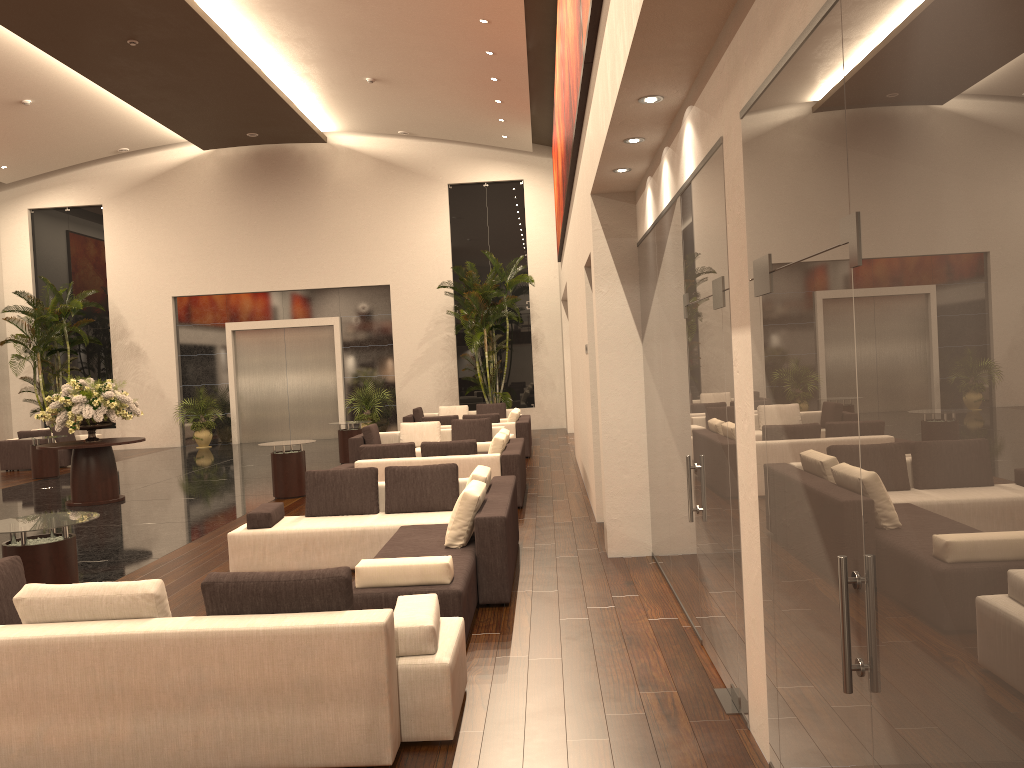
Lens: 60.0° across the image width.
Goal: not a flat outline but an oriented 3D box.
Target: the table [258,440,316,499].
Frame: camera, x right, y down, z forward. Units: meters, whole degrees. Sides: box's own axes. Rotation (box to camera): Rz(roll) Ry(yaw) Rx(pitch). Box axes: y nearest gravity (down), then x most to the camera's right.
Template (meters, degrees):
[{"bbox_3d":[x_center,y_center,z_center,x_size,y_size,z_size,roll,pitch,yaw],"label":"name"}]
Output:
[{"bbox_3d":[-3.269,1.256,12.993,0.833,0.795,0.844,-4,2,-37],"label":"table"}]

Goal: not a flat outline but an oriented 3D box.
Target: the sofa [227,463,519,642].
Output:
[{"bbox_3d":[-1.291,1.260,7.207,2.586,0.862,3.366,-3,1,2],"label":"sofa"}]

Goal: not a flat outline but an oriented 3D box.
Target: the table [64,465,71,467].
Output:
[{"bbox_3d":[-9.789,1.601,19.799,0.400,0.460,0.400,-3,1,2],"label":"table"}]

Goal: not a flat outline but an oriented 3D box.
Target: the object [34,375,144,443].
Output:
[{"bbox_3d":[-6.394,0.333,13.484,1.453,1.097,1.402,-4,2,-42],"label":"object"}]

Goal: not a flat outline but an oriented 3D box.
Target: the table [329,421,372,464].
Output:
[{"bbox_3d":[-3.138,1.147,17.312,0.833,0.795,0.844,-4,2,-37],"label":"table"}]

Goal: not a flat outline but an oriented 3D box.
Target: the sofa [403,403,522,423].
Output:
[{"bbox_3d":[-1.096,0.926,20.847,2.846,0.862,1.291,-3,1,2],"label":"sofa"}]

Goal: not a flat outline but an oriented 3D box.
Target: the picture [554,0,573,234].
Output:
[{"bbox_3d":[0.765,-3.873,13.480,0.070,2.526,4.515,-3,1,2],"label":"picture"}]

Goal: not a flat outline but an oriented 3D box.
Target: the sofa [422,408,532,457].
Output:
[{"bbox_3d":[-0.903,0.979,18.220,2.586,0.862,3.366,-3,1,2],"label":"sofa"}]

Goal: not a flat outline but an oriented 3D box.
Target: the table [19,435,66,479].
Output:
[{"bbox_3d":[-9.242,1.456,17.544,0.833,0.795,0.844,-4,2,-37],"label":"table"}]

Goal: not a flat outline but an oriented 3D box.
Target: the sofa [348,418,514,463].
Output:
[{"bbox_3d":[-1.305,1.071,15.179,2.846,0.862,1.291,-3,1,2],"label":"sofa"}]

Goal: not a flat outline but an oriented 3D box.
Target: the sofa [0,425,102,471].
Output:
[{"bbox_3d":[-10.427,1.412,20.603,1.291,0.862,2.846,-3,1,2],"label":"sofa"}]

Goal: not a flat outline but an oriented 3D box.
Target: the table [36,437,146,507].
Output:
[{"bbox_3d":[-6.368,1.341,13.511,1.498,0.921,1.498,-3,1,-7],"label":"table"}]

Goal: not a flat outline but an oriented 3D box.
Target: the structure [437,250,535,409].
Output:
[{"bbox_3d":[-0.517,-1.013,22.266,2.436,4.611,2.531,-4,2,-26],"label":"structure"}]

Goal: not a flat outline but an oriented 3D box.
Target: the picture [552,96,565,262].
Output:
[{"bbox_3d":[0.931,-3.989,17.997,0.070,2.526,4.515,-3,1,2],"label":"picture"}]

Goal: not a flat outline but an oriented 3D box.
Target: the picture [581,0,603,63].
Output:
[{"bbox_3d":[0.396,-3.616,3.460,0.070,2.526,6.485,-3,1,2],"label":"picture"}]

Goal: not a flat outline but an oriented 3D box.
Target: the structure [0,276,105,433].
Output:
[{"bbox_3d":[-11.718,-0.450,22.836,2.436,4.611,2.531,-4,2,-26],"label":"structure"}]

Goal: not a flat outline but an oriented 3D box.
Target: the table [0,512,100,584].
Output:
[{"bbox_3d":[-3.504,1.420,6.607,0.833,0.795,0.844,-2,2,41],"label":"table"}]

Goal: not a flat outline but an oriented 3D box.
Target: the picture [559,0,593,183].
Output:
[{"bbox_3d":[0.599,-3.757,8.967,0.070,2.526,4.515,-3,1,2],"label":"picture"}]

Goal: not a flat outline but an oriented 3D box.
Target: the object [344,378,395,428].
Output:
[{"bbox_3d":[-3.759,0.604,22.934,1.297,1.682,1.373,-2,2,40],"label":"object"}]

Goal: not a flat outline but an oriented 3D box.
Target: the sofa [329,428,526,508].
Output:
[{"bbox_3d":[-1.112,1.124,12.553,2.586,0.862,3.366,-3,1,2],"label":"sofa"}]

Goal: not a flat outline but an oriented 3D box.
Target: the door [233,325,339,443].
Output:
[{"bbox_3d":[-6.040,0.012,23.874,2.767,3.048,0.040,-3,1,2],"label":"door"}]

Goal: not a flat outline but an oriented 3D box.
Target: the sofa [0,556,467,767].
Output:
[{"bbox_3d":[-1.694,1.342,4.612,2.846,0.862,1.291,-3,1,2],"label":"sofa"}]

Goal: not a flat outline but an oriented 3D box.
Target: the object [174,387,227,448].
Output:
[{"bbox_3d":[-8.081,0.822,23.151,1.297,1.682,1.373,-2,2,35],"label":"object"}]
